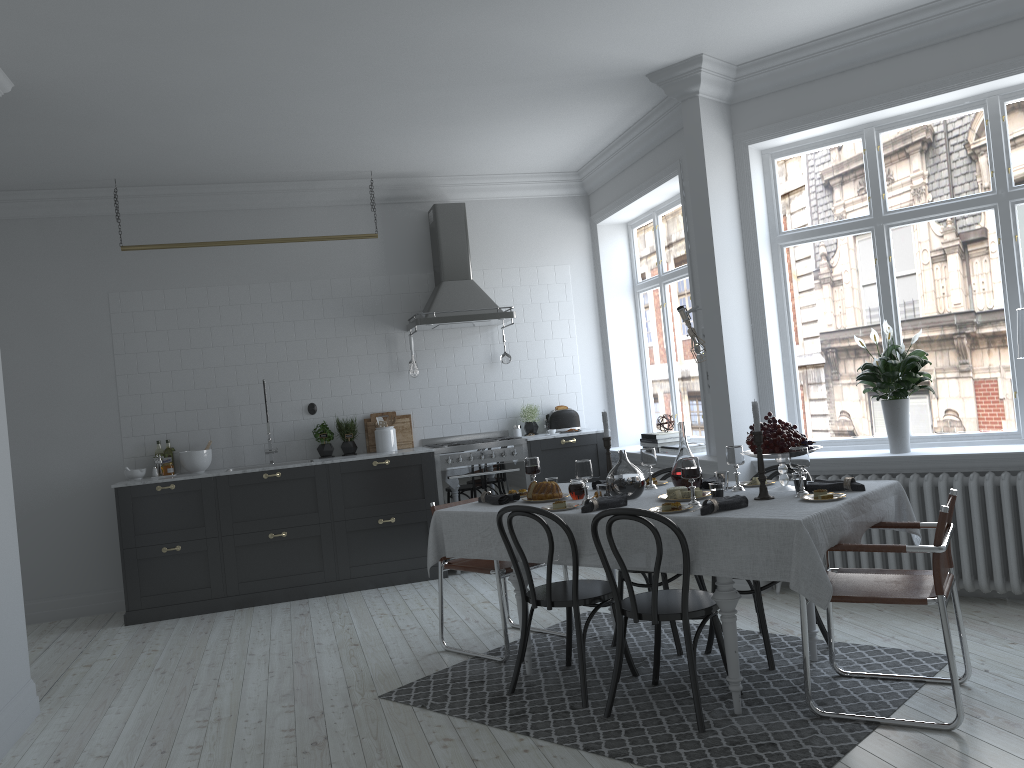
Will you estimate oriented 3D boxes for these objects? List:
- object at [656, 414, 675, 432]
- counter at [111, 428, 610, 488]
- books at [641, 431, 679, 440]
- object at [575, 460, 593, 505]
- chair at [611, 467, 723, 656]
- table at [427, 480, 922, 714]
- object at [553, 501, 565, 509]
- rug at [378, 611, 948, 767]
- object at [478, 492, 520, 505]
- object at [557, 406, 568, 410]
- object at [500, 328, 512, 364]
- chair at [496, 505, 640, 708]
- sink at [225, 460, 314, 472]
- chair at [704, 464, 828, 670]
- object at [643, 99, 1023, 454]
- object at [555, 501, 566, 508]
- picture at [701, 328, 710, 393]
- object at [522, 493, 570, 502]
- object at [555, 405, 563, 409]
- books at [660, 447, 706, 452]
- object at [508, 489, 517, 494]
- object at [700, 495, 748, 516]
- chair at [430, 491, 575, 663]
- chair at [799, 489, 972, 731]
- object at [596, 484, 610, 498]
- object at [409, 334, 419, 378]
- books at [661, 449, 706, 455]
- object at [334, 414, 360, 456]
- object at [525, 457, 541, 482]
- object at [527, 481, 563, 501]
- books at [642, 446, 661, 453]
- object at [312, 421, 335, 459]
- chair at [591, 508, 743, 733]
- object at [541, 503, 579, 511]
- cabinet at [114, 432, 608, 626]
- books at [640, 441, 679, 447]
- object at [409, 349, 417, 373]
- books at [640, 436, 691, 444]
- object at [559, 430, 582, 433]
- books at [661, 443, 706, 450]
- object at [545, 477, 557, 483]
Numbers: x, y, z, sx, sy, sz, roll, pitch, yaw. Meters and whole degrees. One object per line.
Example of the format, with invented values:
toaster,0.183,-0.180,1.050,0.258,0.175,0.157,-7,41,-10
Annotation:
object,1.246,0.318,7.189,0.147,0.148,0.147,-5,-1,-24
counter,-1.130,0.582,7.280,3.902,0.020,0.624,-5,-1,-15
books,1.224,0.412,7.167,0.259,0.038,0.325,-5,-1,-13
object,0.356,0.479,4.311,0.083,0.215,0.083,-6,-1,-10
chair,0.819,0.935,4.833,0.463,0.909,0.564,-6,-1,39
table,0.716,0.968,4.333,2.179,0.842,1.210,-6,-1,42
object,0.222,0.578,4.225,0.057,0.037,0.021,-5,-1,-24
rug,0.691,1.384,4.221,2.166,0.021,1.701,-6,-1,43
object,-0.102,0.606,4.701,0.247,0.061,0.165,-6,-1,25
object,0.450,0.249,7.846,0.107,0.110,0.010,-6,-1,-10
object,-0.066,-0.339,7.816,0.101,0.331,0.030,-6,-1,-4
chair,0.240,0.985,4.210,0.463,0.909,0.564,-6,-1,39
sink,-1.905,0.747,7.027,0.669,0.203,0.384,-5,-1,-15
chair,1.262,0.887,4.465,0.564,0.909,0.463,-5,-1,-36
object,-8.913,0.048,0.717,33.873,19.432,72.085,-6,-1,40
object,0.232,0.578,4.256,0.057,0.037,0.021,-6,-1,4
picture,1.398,-0.169,6.105,0.003,0.457,0.311,-5,-1,-15
object,0.178,0.599,4.638,0.251,0.018,0.251,-5,-1,-15
object,0.436,0.246,7.922,0.107,0.110,0.010,-6,-1,-10
books,1.326,0.495,6.800,0.254,0.019,0.337,-5,-1,-17
object,0.003,0.606,4.922,0.038,0.041,0.057,-6,-1,19
object,0.887,0.497,3.688,0.165,0.061,0.247,-6,-1,25
chair,-0.068,1.061,5.036,0.546,0.837,0.593,-5,-1,-43
chair,1.529,0.888,3.646,0.593,0.837,0.546,-6,-1,30
object,0.442,0.529,4.256,0.066,0.094,0.066,-5,-1,-26
object,-0.849,-0.240,7.584,0.074,0.381,0.076,-5,-1,-34
books,1.328,0.514,6.794,0.254,0.019,0.343,-5,-1,-15
object,-1.375,0.414,7.405,0.186,0.367,0.196,-6,-1,30
object,0.118,0.508,4.830,0.083,0.215,0.083,-6,-1,-10
object,0.167,0.558,4.630,0.191,0.105,0.164,-6,-1,5
books,1.239,0.514,7.154,0.259,0.044,0.351,-5,-1,-13
object,-1.564,0.460,7.369,0.172,0.311,0.179,-6,-1,-4
chair,0.643,0.941,3.809,0.463,0.909,0.564,-6,-1,34
object,0.231,0.590,4.236,0.182,0.013,0.182,-6,-1,0
cabinet,-1.076,1.096,7.264,3.897,1.012,0.646,-5,-1,-15
books,1.223,0.478,7.164,0.259,0.031,0.328,-5,-1,-17
object,-0.861,-0.263,7.616,0.066,0.332,0.024,-6,-1,-10
books,1.234,0.446,7.156,0.287,0.031,0.351,-5,-1,-15
object,0.505,0.410,7.619,0.209,0.011,0.209,-6,-1,23
books,1.333,0.477,6.800,0.274,0.016,0.341,-5,-1,-13
object,0.217,0.557,4.807,0.066,0.094,0.066,-5,-1,-26
